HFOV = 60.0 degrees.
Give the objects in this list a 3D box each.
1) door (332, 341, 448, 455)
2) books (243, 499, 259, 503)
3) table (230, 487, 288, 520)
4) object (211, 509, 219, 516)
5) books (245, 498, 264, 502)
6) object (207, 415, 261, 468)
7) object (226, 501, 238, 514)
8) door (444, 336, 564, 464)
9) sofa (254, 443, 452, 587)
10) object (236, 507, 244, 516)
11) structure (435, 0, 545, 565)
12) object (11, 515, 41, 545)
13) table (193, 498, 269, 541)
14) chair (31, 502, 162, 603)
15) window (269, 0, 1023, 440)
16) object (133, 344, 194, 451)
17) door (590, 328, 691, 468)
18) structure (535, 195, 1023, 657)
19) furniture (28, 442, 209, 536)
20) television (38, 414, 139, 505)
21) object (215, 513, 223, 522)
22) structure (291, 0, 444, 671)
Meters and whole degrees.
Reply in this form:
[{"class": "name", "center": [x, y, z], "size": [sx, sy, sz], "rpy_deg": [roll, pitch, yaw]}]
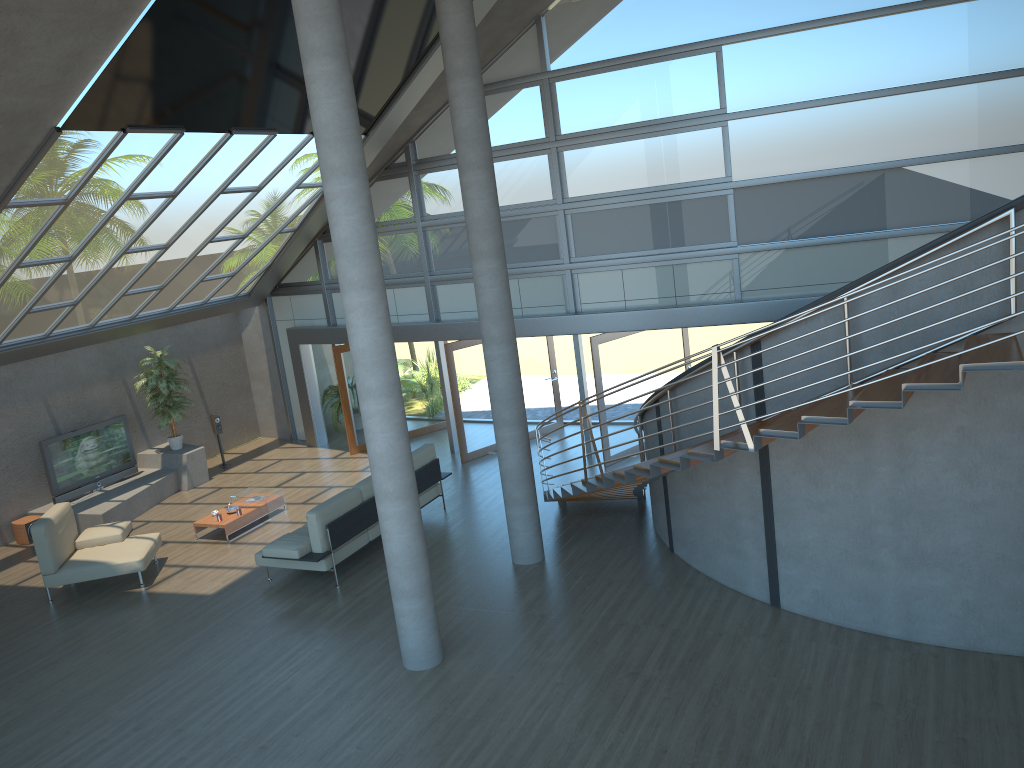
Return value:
[{"class": "door", "center": [-2.075, 0.063, 16.242], "size": [2.298, 1.977, 0.200], "rpy_deg": [-15, 14, -33]}, {"class": "books", "center": [-3.807, 1.707, 13.024], "size": [0.275, 0.005, 0.189], "rpy_deg": [-6, 12, 8]}, {"class": "table", "center": [-3.732, 1.761, 13.086], "size": [0.680, 0.342, 0.400], "rpy_deg": [-2, 13, 27]}, {"class": "object", "center": [-4.202, 1.818, 12.538], "size": [0.102, 0.086, 0.100], "rpy_deg": [-1, 13, 31]}, {"class": "books", "center": [-3.770, 1.691, 13.060], "size": [0.275, 0.005, 0.189], "rpy_deg": [-5, 12, 10]}, {"class": "object", "center": [-7.837, 1.665, 14.764], "size": [7.863, 0.982, 21.345], "rpy_deg": [-1, 13, 30]}, {"class": "object", "center": [-3.969, 1.744, 12.559], "size": [0.178, 0.161, 0.178], "rpy_deg": [-12, 12, -21]}, {"class": "door", "center": [-0.077, 0.073, 14.904], "size": [2.298, 1.977, 0.200], "rpy_deg": [-17, 15, -38]}, {"class": "sofa", "center": [-2.007, 1.593, 11.405], "size": [1.166, 0.947, 3.079], "rpy_deg": [-2, 13, 26]}, {"class": "object", "center": [-3.812, 1.783, 12.417], "size": [0.085, 0.101, 0.070], "rpy_deg": [-15, 14, -34]}, {"class": "structure", "center": [-0.270, -1.454, 9.528], "size": [0.381, 7.125, 0.382], "rpy_deg": [-11, 12, -18]}, {"class": "object", "center": [-7.282, 2.193, 13.345], "size": [0.425, 0.323, 0.362], "rpy_deg": [-2, 13, 27]}, {"class": "table", "center": [-3.898, 1.907, 12.749], "size": [0.600, 0.250, 1.200], "rpy_deg": [-2, 13, 27]}, {"class": "chair", "center": [-5.197, 1.996, 11.250], "size": [1.244, 1.023, 1.217], "rpy_deg": [-9, 12, -7]}, {"class": "window", "center": [2.547, -2.266, 12.948], "size": [16.616, 6.630, 1.098], "rpy_deg": [-2, 13, 25]}, {"class": "object", "center": [-5.930, 0.227, 15.193], "size": [0.932, 1.857, 0.895], "rpy_deg": [-10, 12, -14]}, {"class": "door", "center": [2.088, 0.022, 13.747], "size": [2.298, 1.977, 0.200], "rpy_deg": [-18, 15, -41]}, {"class": "structure", "center": [1.754, 0.269, 8.566], "size": [2.349, 3.653, 6.809], "rpy_deg": [-13, 13, -24]}, {"class": "furniture", "center": [-6.100, 1.653, 14.550], "size": [1.577, 0.610, 2.936], "rpy_deg": [-2, 13, 27]}, {"class": "television", "center": [-6.743, 1.209, 14.221], "size": [0.396, 1.063, 1.568], "rpy_deg": [-2, 13, 27]}, {"class": "object", "center": [-4.054, 1.846, 12.269], "size": [0.085, 0.101, 0.070], "rpy_deg": [-2, 13, 25]}, {"class": "structure", "center": [-1.278, -0.908, 7.505], "size": [0.381, 7.125, 0.382], "rpy_deg": [-2, 13, 27]}]
